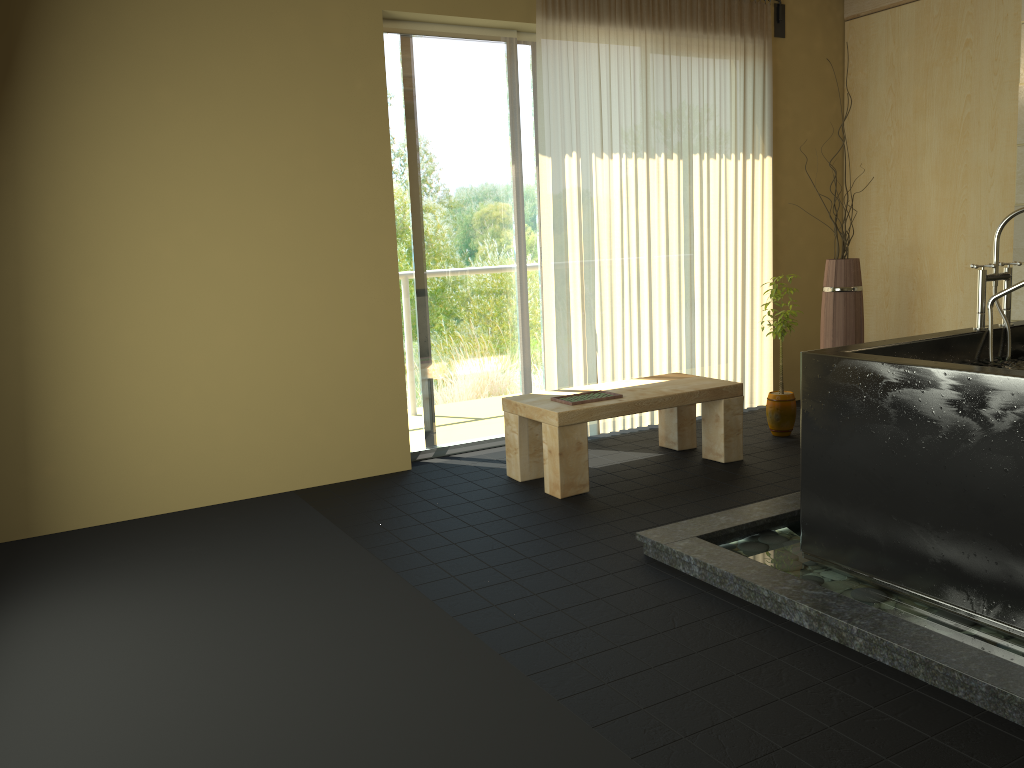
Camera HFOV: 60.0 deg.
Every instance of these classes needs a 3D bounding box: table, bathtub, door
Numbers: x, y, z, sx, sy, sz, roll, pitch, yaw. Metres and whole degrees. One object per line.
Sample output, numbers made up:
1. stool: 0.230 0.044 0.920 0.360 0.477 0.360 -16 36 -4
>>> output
1. table: 0.572 0.228 4.474 1.125 0.399 0.514 -8 10 -29
2. bathtub: 2.172 -0.052 3.077 2.133 1.159 1.069 -8 10 -29
3. door: -0.229 -0.764 4.914 1.038 2.328 0.063 -8 10 -30

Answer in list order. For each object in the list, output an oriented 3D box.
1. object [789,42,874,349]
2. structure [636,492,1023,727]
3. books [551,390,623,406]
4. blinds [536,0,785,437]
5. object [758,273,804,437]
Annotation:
1. object: 1.860 -0.841 5.190 0.468 2.175 0.463 1 9 21
2. structure: 2.603 0.634 3.369 3.803 0.634 1.975 -8 10 -29
3. books: 0.358 0.065 4.249 0.294 0.014 0.182 -8 11 -29
4. blinds: 0.958 -1.045 5.307 1.945 2.574 0.064 -8 10 -30
5. object: 1.517 -0.171 5.012 0.242 0.927 0.267 -1 9 9
